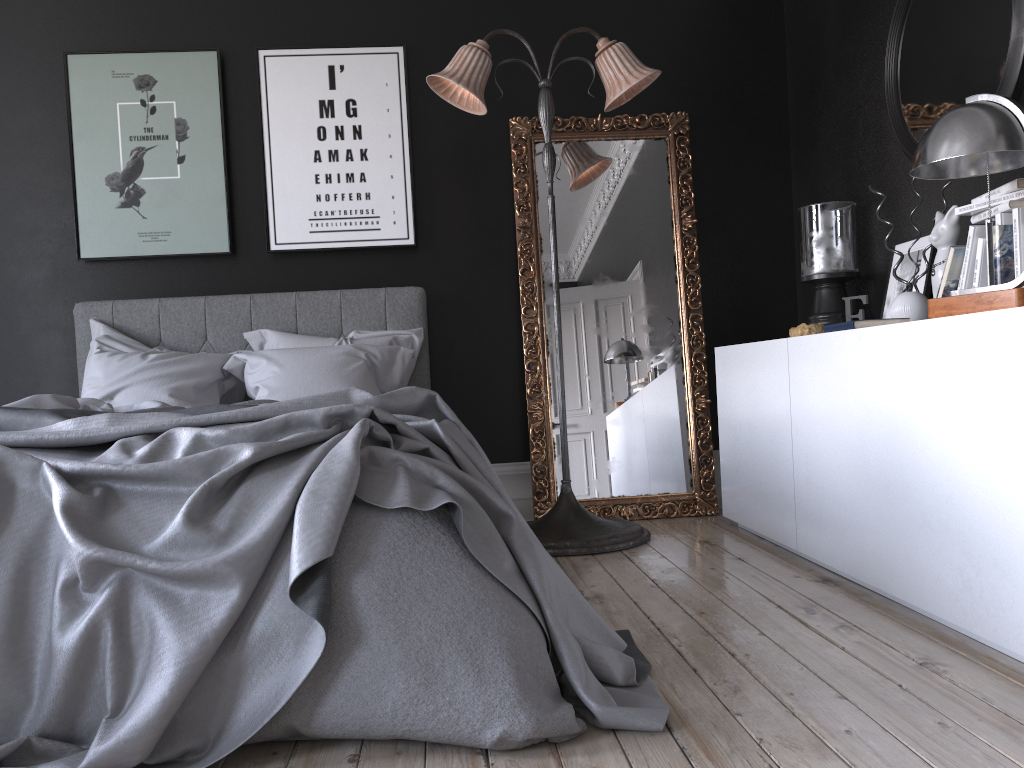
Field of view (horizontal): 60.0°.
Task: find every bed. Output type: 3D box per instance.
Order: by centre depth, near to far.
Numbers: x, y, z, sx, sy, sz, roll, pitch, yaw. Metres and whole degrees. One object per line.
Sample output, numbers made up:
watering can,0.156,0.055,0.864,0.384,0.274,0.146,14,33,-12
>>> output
bed,-1.293,0.184,3.140,2.764,1.299,3.283,-3,0,-16

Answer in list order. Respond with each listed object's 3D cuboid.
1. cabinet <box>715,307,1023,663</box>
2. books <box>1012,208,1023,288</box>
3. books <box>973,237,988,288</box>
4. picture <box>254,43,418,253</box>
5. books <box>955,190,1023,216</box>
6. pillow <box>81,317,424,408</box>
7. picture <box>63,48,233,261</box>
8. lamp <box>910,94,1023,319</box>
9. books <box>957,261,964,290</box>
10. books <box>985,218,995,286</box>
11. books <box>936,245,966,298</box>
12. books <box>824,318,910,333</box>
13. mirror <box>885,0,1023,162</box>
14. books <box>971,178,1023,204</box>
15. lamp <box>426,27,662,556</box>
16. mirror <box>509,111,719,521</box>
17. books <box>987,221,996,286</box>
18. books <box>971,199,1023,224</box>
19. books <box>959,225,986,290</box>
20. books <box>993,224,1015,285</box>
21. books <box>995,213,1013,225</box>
cabinet,1.407,0.245,3.230,0.570,0.882,2.396,-3,0,-5
books,1.556,-0.355,2.550,0.220,0.307,0.024,-3,1,-5
books,1.541,-0.330,2.778,0.195,0.256,0.091,-3,1,-5
picture,-0.928,-1.251,4.700,0.791,1.079,0.014,-3,1,-5
books,1.536,-0.548,2.666,0.220,0.024,0.307,-3,0,-15
pillow,-1.334,-0.005,4.248,1.830,0.760,0.680,-3,1,-5
picture,-1.894,-1.198,4.624,0.791,1.079,0.014,-3,1,-5
lamp,1.263,-0.481,2.392,0.328,0.591,0.340,-4,1,-24
books,1.535,-0.324,2.858,0.195,0.245,0.132,-3,1,-5
books,1.571,-0.356,2.719,0.221,0.307,0.030,-3,1,-5
books,1.502,-0.324,2.897,0.203,0.246,0.158,-3,1,-5
books,1.221,-0.201,3.061,0.193,0.030,0.289,-3,0,1
mirror,1.652,-1.272,3.355,0.061,0.925,0.924,-3,1,-5
books,1.562,-0.577,2.669,0.220,0.030,0.306,-3,0,5
lamp,0.207,-0.466,4.192,0.986,2.412,0.772,-2,1,28
mirror,0.542,-0.371,4.754,0.991,2.193,0.254,-3,1,-5
books,1.525,-0.345,2.654,0.193,0.289,0.030,-3,1,-5
books,1.539,-0.523,2.673,0.195,0.026,0.258,-3,0,5
books,1.536,-0.350,2.810,0.220,0.296,0.126,-3,1,-5
books,1.514,-0.333,2.600,0.204,0.270,0.029,-3,1,-5
books,1.550,-0.355,2.629,0.220,0.307,0.024,-3,1,-5
